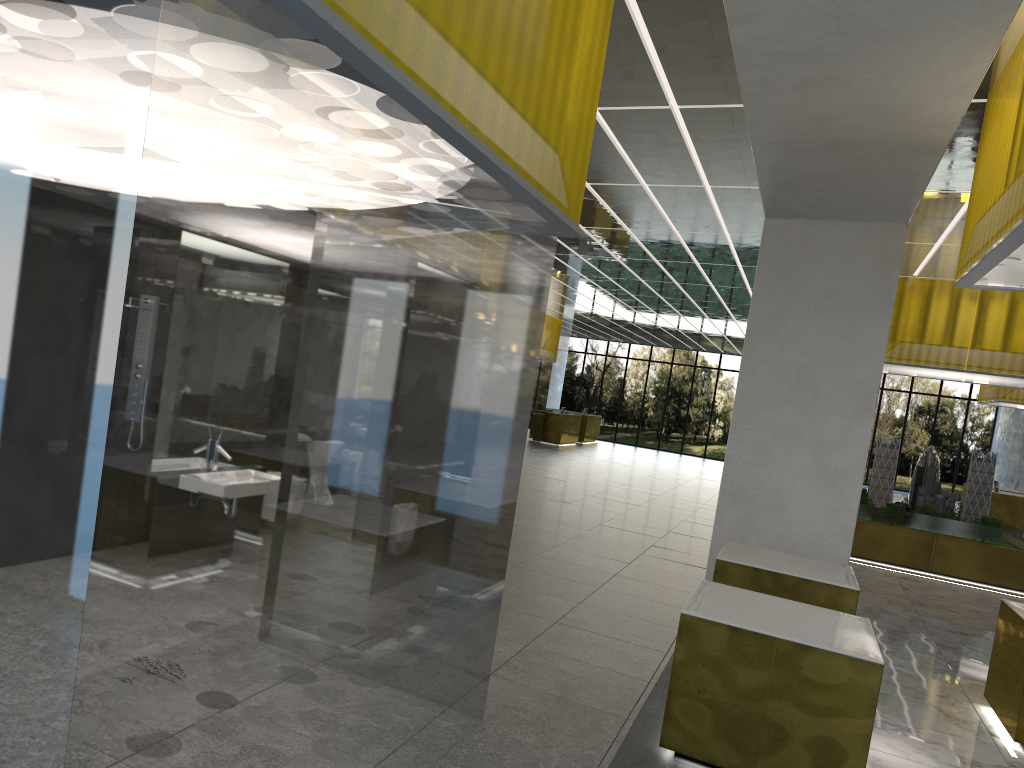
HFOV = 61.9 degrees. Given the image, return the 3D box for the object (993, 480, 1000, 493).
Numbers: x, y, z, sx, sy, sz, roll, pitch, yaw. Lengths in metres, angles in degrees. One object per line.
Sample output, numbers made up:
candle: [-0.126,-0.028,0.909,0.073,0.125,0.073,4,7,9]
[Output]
object: [14.994,3.317,26.204,0.571,0.669,0.723,9,2,22]

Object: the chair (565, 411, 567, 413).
chair: [3.131,2.288,47.345,1.226,1.497,0.940,10,3,40]

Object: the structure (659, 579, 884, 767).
structure: [2.035,2.408,6.788,1.416,1.176,1.392,9,1,23]

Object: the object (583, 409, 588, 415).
object: [3.899,1.677,47.049,0.571,0.669,0.724,9,2,22]

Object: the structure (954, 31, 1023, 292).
structure: [5.251,-1.872,5.608,3.377,2.274,3.126,9,1,23]

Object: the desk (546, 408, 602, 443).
desk: [2.962,2.269,47.492,3.338,1.511,3.358,9,1,23]

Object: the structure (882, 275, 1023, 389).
structure: [9.552,-1.283,18.149,3.378,2.274,3.127,9,1,23]

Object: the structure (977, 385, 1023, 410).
structure: [16.348,-0.323,25.598,3.378,2.274,3.005,9,1,24]

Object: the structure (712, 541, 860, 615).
structure: [2.918,2.529,9.363,1.416,1.176,1.392,9,1,23]

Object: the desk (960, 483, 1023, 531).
desk: [15.701,4.147,25.797,3.338,1.511,3.358,9,1,23]

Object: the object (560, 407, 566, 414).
object: [2.391,1.470,42.652,0.571,0.669,0.723,9,2,22]

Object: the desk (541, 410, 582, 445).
desk: [1.467,2.064,43.133,3.338,1.511,3.358,9,1,23]

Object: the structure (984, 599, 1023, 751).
structure: [5.470,2.899,8.044,1.416,1.176,1.392,9,1,23]

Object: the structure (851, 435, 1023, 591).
structure: [9.411,2.621,19.487,4.013,2.576,4.966,9,1,22]
